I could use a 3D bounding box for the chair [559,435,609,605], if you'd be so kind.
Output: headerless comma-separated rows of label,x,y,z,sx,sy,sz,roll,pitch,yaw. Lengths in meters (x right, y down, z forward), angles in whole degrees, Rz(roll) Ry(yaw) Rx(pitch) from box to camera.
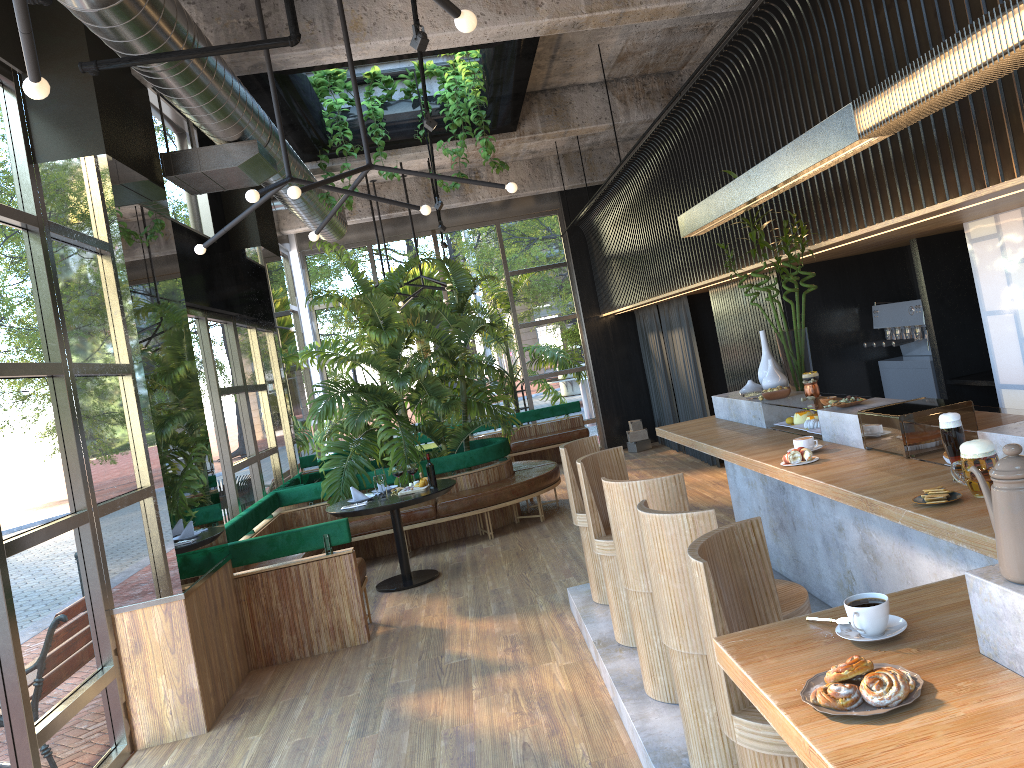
chair,0.652,0.819,5.547,0.545,0.969,0.550,-11,-1,4

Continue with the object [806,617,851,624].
object,0.678,0.504,1.897,0.030,0.027,0.130,-11,2,-27

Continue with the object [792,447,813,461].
object,1.262,0.305,3.873,0.073,0.060,0.124,-11,1,-36

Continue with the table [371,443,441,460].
table,-1.194,1.220,11.450,1.149,0.751,1.051,-11,1,-26

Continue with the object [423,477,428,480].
object,-0.763,0.850,7.811,0.059,0.072,0.206,-11,2,-13

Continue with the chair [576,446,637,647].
chair,0.700,0.838,4.748,0.574,0.969,0.520,-10,-1,-31

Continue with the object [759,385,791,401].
object,1.528,0.050,5.170,0.190,0.073,0.230,-10,2,14

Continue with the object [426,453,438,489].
object,-0.687,0.731,7.498,0.067,0.299,0.069,-11,-1,10

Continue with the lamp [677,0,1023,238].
lamp,2.473,-2.235,3.179,5.092,2.133,6.597,-11,2,-11

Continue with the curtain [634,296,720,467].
curtain,2.118,-0.092,11.848,0.123,2.058,3.231,-10,1,-3

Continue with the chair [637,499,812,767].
chair,0.809,0.872,3.205,0.518,0.969,0.577,-11,-1,44

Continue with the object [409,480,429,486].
object,-0.815,0.861,7.706,0.193,0.038,0.063,-10,1,27

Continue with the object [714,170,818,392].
object,1.637,-0.577,5.442,0.642,1.549,0.613,-11,-1,33

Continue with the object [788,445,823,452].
object,1.345,0.305,4.071,0.164,0.020,0.157,-11,2,-9

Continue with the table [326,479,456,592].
table,-0.954,1.313,7.555,1.159,0.751,1.042,-11,1,-37

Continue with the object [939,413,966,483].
object,1.481,0.211,2.969,0.071,0.232,0.078,-11,-1,27

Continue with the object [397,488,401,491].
object,-0.974,0.915,7.658,0.033,0.032,0.037,-11,0,-8

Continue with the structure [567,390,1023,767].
structure,3.320,0.166,3.029,5.934,1.730,7.028,-11,2,-6

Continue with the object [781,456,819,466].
object,1.253,0.337,3.866,0.166,0.005,0.168,-11,2,6

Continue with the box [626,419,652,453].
box,1.828,0.749,12.928,0.342,0.442,0.271,-11,0,-17

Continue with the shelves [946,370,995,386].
shelves,3.487,-0.056,6.166,0.531,0.035,0.857,-11,2,-5

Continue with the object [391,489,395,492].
object,-1.036,0.928,7.739,0.024,0.025,0.047,-11,1,14

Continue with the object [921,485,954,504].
object,1.324,0.344,2.767,0.093,0.041,0.148,-10,2,28

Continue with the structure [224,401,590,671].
structure,0.921,0.697,3.520,6.116,1.549,19.848,-11,2,-4

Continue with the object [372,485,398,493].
object,-1.141,0.889,7.910,0.242,0.139,0.224,-11,1,-22

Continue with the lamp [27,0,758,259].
lamp,-0.675,-2.119,7.938,3.852,1.531,9.874,-11,2,-7

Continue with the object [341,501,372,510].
object,-1.276,0.992,7.306,0.259,0.019,0.155,-11,2,-7

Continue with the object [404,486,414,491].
object,-0.880,0.890,7.594,0.102,0.013,0.220,-11,2,0

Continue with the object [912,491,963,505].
object,1.325,0.359,2.764,0.158,0.013,0.142,-12,2,-35

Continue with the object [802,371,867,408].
object,1.584,0.030,4.558,0.211,0.134,0.802,-11,2,3

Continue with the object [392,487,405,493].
object,-0.983,0.916,7.720,0.098,0.028,0.129,-10,2,9

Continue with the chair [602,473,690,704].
chair,0.762,0.853,4.010,0.532,0.969,0.563,-11,-1,18

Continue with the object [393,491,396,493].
object,-1.012,0.930,7.623,0.033,0.019,0.038,-11,1,7

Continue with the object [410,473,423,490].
object,-0.810,0.823,7.517,0.145,0.124,0.096,-11,0,-25

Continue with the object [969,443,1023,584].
object,0.888,0.220,1.554,0.124,0.234,0.204,-10,0,-37

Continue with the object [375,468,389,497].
object,-1.102,0.837,7.496,0.096,0.245,0.089,-10,-1,-23

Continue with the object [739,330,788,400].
object,1.550,-0.125,5.423,0.302,0.397,0.333,-11,0,43

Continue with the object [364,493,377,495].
object,-1.295,0.977,7.808,0.241,0.019,0.166,-9,3,44

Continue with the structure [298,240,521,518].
structure,-1.172,-0.036,9.924,2.523,3.435,2.572,-11,0,-21

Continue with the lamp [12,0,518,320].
lamp,0.603,-2.054,3.856,5.158,1.823,18.653,-11,2,-4

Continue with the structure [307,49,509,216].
structure,-0.895,-2.509,8.651,2.094,1.516,1.465,-10,0,23

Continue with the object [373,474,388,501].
object,-1.081,0.857,7.331,0.101,0.209,0.110,-11,-1,29

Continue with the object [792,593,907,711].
object,0.639,0.496,1.694,0.174,0.073,0.435,-10,2,30

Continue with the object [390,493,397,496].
object,-1.001,0.935,7.523,0.063,0.013,0.145,-11,2,-10

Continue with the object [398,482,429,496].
object,-0.822,0.895,7.606,0.238,0.019,0.355,-11,2,5

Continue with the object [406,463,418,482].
object,-0.872,0.804,7.832,0.106,0.201,0.099,-10,-1,-17

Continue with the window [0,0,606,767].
window,-0.630,-1.522,3.398,4.198,6.493,20.094,-11,2,-3

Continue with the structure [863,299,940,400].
structure,3.302,0.088,7.112,0.558,1.594,0.827,-11,-1,-5

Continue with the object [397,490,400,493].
object,-0.970,0.918,7.568,0.032,0.031,0.040,-11,1,19

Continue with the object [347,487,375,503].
object,-1.291,0.930,7.563,0.242,0.139,0.224,-11,1,-22

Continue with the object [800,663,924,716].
object,0.612,0.537,1.553,0.197,0.013,0.215,-10,2,30

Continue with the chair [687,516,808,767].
chair,0.842,0.893,2.443,0.518,0.969,0.576,-11,-1,41

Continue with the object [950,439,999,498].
object,1.440,0.257,2.742,0.113,0.171,0.134,-11,0,-12

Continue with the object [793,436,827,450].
object,1.361,0.273,4.073,0.138,0.064,0.106,-11,1,-27

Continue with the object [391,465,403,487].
object,-1.003,0.828,7.853,0.106,0.201,0.099,-10,-1,-17

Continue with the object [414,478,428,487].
object,-0.783,0.845,7.610,0.100,0.064,0.161,-11,2,-35

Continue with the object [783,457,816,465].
object,1.252,0.335,3.862,0.117,0.005,0.126,-9,2,33

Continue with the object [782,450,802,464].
object,1.212,0.316,3.850,0.062,0.059,0.072,-11,1,-15

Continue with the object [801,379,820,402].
object,1.607,0.031,4.815,0.085,0.107,0.162,-11,1,40

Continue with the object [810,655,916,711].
object,0.613,0.517,1.547,0.155,0.052,0.161,-9,2,38
